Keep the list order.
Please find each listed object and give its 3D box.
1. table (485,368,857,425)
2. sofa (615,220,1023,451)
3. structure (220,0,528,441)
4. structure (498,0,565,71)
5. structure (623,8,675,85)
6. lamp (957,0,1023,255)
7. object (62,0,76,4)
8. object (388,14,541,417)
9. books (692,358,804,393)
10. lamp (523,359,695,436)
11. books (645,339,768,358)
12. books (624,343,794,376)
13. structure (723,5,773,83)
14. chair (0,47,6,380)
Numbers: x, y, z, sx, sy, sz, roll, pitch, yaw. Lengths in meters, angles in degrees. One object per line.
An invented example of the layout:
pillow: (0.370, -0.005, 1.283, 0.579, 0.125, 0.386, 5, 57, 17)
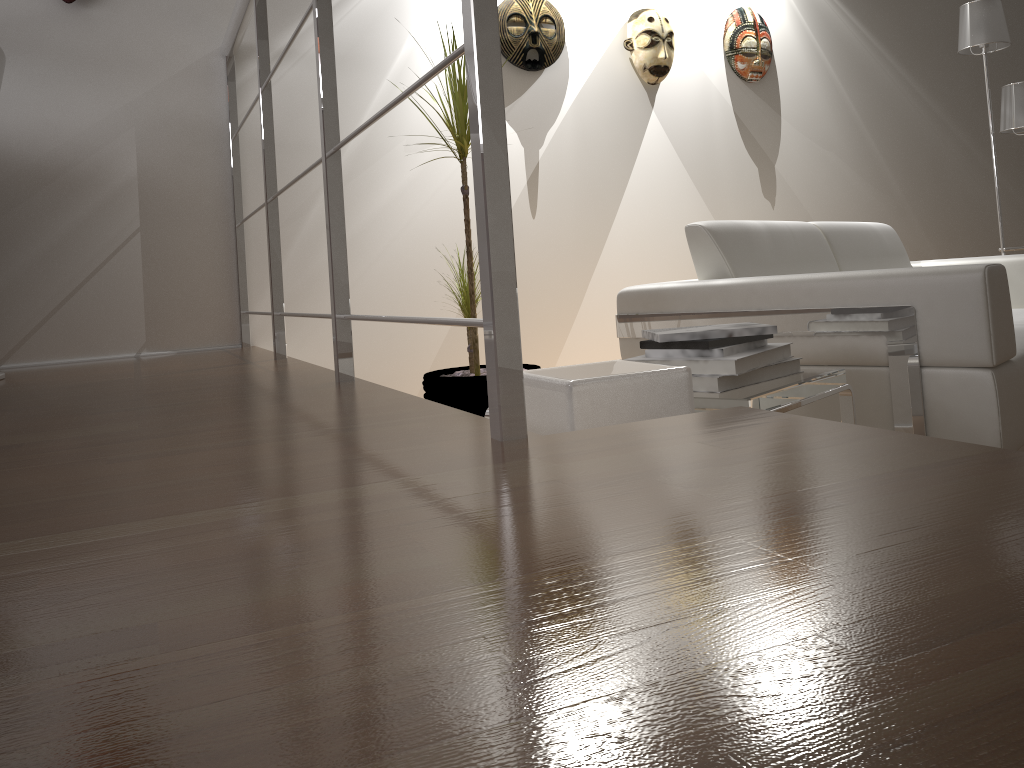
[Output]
table: (0.314, 0.191, 1.698, 0.548, 0.401, 0.467, -1, 4, 42)
sofa: (1.202, -0.157, 2.675, 0.902, 0.740, 1.796, -1, 6, 42)
structure: (-0.484, -0.561, 1.942, 0.057, 1.049, 2.323, -3, 4, -23)
structure: (0.080, -1.395, 3.450, 0.318, 0.317, 0.069, -5, -1, -23)
structure: (0.599, -1.417, 3.647, 0.244, 0.330, 0.129, -4, -1, -23)
lamp: (2.158, -0.813, 3.754, 0.365, 1.676, 0.207, -4, -2, -3)
object: (-1.442, -1.610, 2.809, 0.150, 0.792, 0.151, -5, -2, 22)
object: (-0.146, -0.436, 2.747, 0.441, 1.479, 0.499, -4, -2, -10)
books: (0.372, -0.021, 1.648, 0.289, 0.027, 0.226, -10, 9, -43)
lamp: (0.141, 0.218, 1.229, 0.199, 0.482, 0.191, -3, -1, -23)
books: (0.369, -0.069, 1.650, 0.151, 0.014, 0.218, 1, 8, 36)
books: (0.370, -0.049, 1.649, 0.226, 0.027, 0.290, 1, 8, 36)
structure: (1.070, -1.520, 3.888, 0.266, 0.356, 0.075, -4, -2, -23)
chair: (-1.498, -0.418, 2.199, 0.427, 0.851, 0.385, -4, -1, -28)
